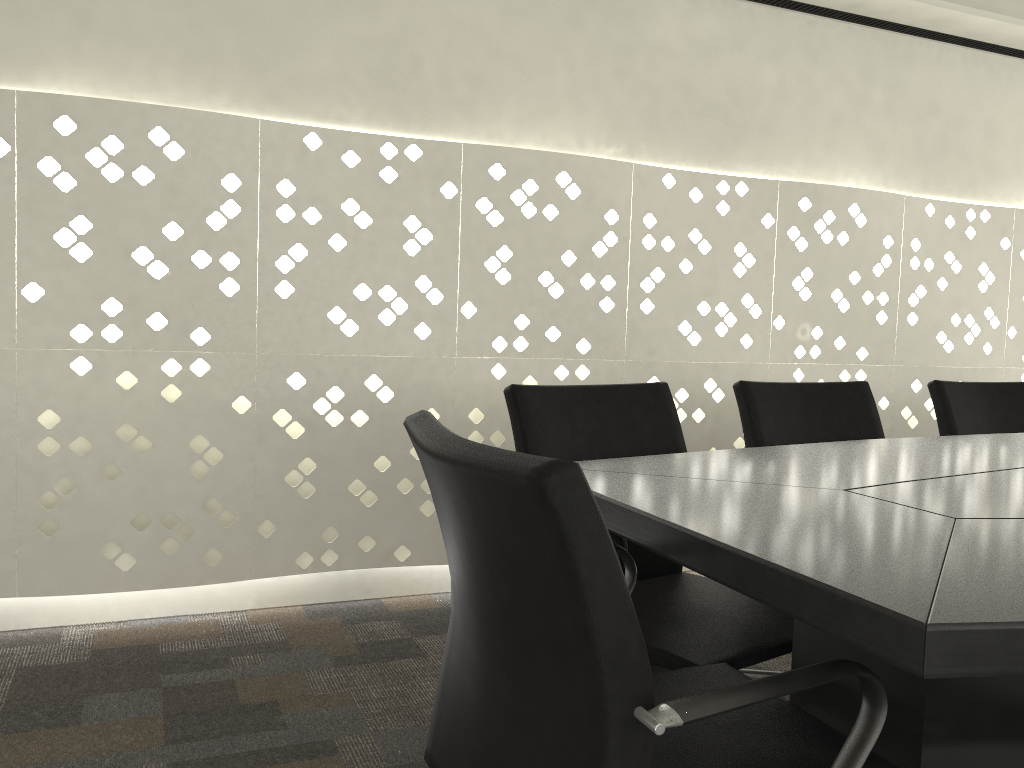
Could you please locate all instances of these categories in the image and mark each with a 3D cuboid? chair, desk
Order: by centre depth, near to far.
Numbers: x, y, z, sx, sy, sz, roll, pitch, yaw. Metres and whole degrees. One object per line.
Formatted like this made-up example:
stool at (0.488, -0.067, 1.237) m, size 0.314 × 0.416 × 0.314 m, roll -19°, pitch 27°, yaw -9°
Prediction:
chair at (0.135, 0.424, 1.015) m, size 0.579 × 0.757 × 0.559 m, roll 1°, pitch 4°, yaw -18°
chair at (0.281, 0.389, 1.608) m, size 0.559 × 0.757 × 0.579 m, roll 0°, pitch 5°, yaw -33°
desk at (1.701, 0.487, 1.652) m, size 3.364 × 0.658 × 1.223 m, roll 0°, pitch 4°, yaw -23°
chair at (0.788, 0.384, 1.955) m, size 0.559 × 0.757 × 0.579 m, roll 0°, pitch 4°, yaw -23°
chair at (1.395, 0.383, 2.295) m, size 0.559 × 0.757 × 0.579 m, roll 1°, pitch 4°, yaw -18°
